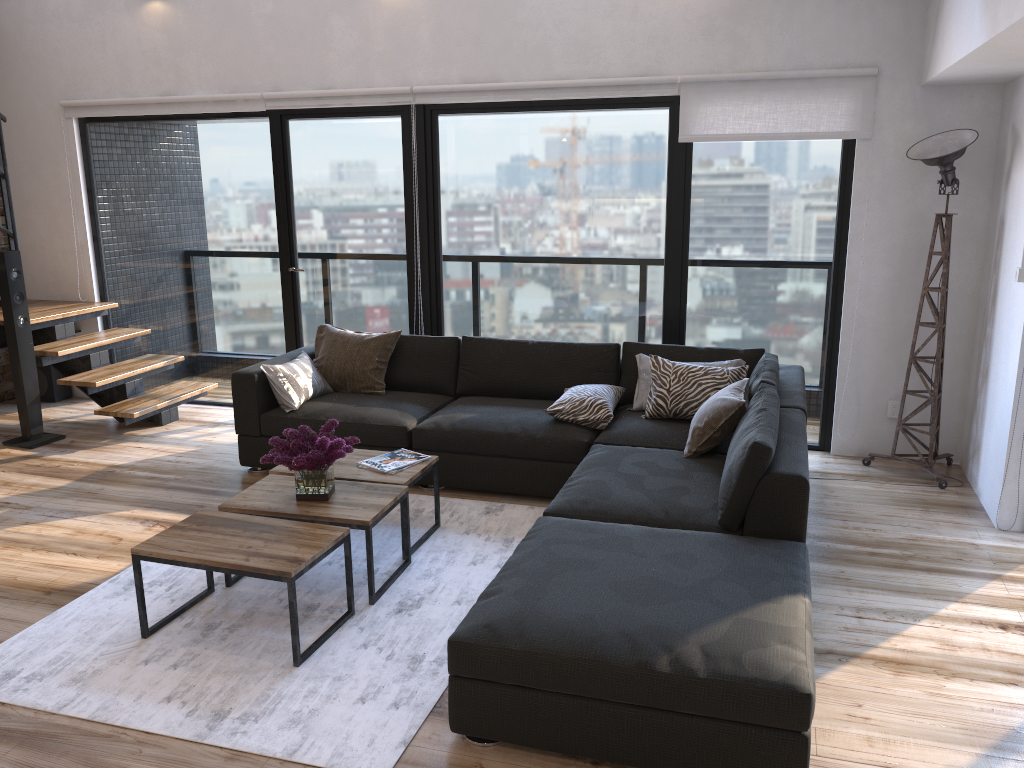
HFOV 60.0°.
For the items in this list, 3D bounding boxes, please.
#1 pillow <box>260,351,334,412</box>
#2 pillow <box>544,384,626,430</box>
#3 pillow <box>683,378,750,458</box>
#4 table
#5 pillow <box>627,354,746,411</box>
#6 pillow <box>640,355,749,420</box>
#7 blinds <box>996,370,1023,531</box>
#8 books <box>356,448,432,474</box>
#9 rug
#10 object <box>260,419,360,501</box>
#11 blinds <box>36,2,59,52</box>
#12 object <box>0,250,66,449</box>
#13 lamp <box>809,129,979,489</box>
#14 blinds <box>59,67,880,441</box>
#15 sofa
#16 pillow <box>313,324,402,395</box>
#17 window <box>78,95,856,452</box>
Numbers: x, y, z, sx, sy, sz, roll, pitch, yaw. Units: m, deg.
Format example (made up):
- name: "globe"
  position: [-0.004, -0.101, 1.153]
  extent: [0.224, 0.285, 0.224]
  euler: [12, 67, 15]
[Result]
- name: "pillow"
  position: [-1.222, -0.020, 5.096]
  extent: [0.212, 0.266, 0.497]
  euler: [4, 14, 17]
- name: "pillow"
  position: [0.401, 0.106, 4.749]
  extent: [0.356, 0.178, 0.529]
  euler: [3, 14, 15]
- name: "pillow"
  position: [0.970, 0.157, 4.173]
  extent: [0.273, 0.310, 0.545]
  euler: [4, 14, 16]
- name: "table"
  position: [-0.820, 0.630, 3.650]
  extent: [0.697, 0.351, 1.294]
  euler: [4, 14, 17]
- name: "pillow"
  position: [0.933, 0.014, 4.753]
  extent: [0.611, 0.295, 0.234]
  euler: [4, 14, 17]
- name: "pillow"
  position: [0.948, 0.030, 4.585]
  extent: [0.531, 0.315, 0.250]
  euler: [5, 15, 20]
- name: "blinds"
  position: [2.403, 0.159, 1.823]
  extent: [1.827, 2.059, 3.850]
  euler: [-8, 15, -28]
- name: "books"
  position: [-0.532, 0.351, 4.033]
  extent: [0.228, 0.013, 0.294]
  euler: [10, 17, 37]
- name: "rug"
  position: [-0.824, 0.809, 3.656]
  extent: [1.636, 0.003, 2.106]
  euler: [3, 14, 17]
- name: "object"
  position: [-0.800, 0.290, 3.580]
  extent: [0.341, 0.344, 0.374]
  euler: [4, 14, 18]
- name: "blinds"
  position: [-3.208, -3.510, 4.801]
  extent: [10.203, 2.986, 1.988]
  euler: [-2, 14, -4]
- name: "object"
  position: [-3.044, -0.218, 5.500]
  extent: [0.271, 1.210, 0.270]
  euler: [5, 15, 21]
- name: "lamp"
  position: [1.746, -0.378, 4.635]
  extent: [1.468, 1.834, 0.423]
  euler: [0, 14, 2]
- name: "blinds"
  position: [-0.580, -0.821, 5.648]
  extent: [5.367, 2.051, 0.095]
  euler: [4, 15, 17]
- name: "sofa"
  position: [-0.248, 0.355, 4.041]
  extent: [3.043, 0.703, 2.989]
  euler: [4, 14, 17]
- name: "pillow"
  position: [-0.980, -0.149, 5.349]
  extent: [0.609, 0.383, 0.264]
  euler: [4, 14, 17]
- name: "window"
  position: [-1.287, -1.884, 3.824]
  extent: [13.394, 5.587, 5.645]
  euler: [4, 14, 17]
